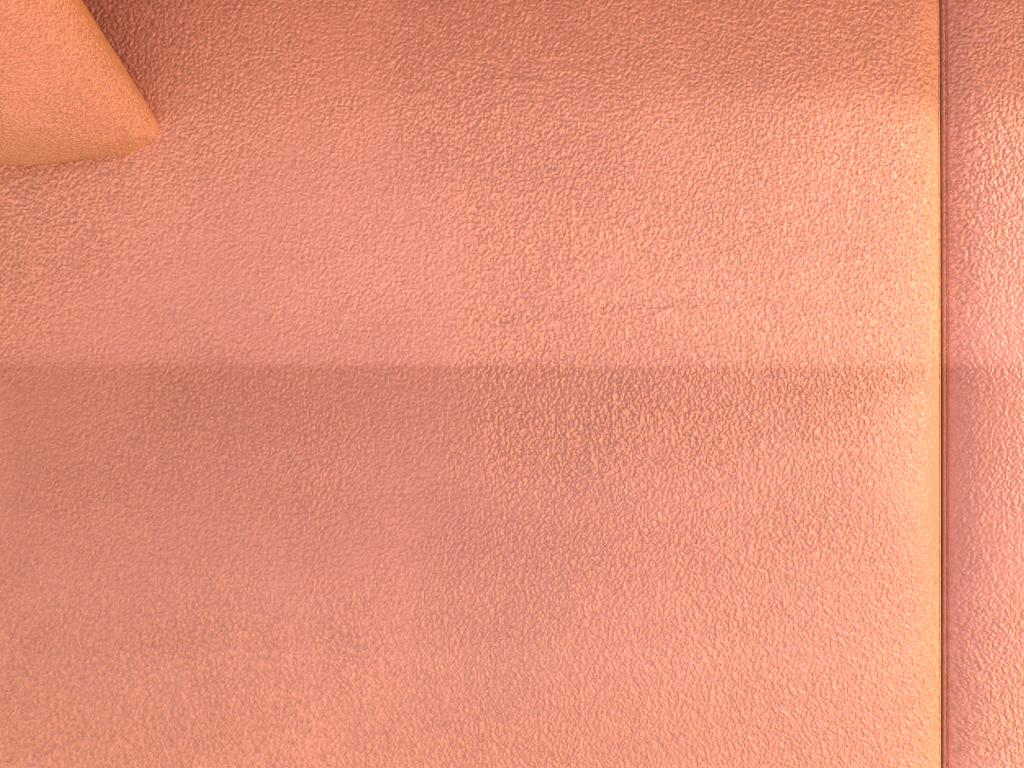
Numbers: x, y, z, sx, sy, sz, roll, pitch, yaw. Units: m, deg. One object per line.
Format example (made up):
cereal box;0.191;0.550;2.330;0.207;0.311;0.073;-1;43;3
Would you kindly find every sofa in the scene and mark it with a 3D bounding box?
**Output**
sofa;-0.099;-0.072;0.609;2.781;0.672;0.943;0;90;0

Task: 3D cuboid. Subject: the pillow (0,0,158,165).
pillow;-0.452;-0.224;0.335;0.470;0.468;0.211;-5;90;0
